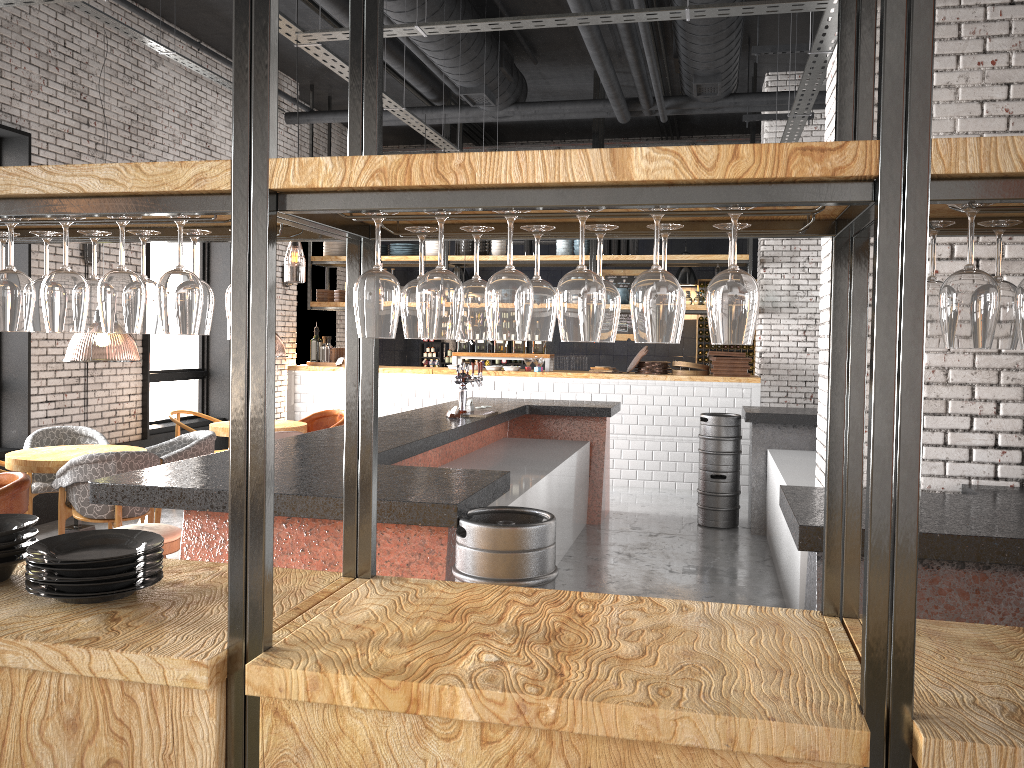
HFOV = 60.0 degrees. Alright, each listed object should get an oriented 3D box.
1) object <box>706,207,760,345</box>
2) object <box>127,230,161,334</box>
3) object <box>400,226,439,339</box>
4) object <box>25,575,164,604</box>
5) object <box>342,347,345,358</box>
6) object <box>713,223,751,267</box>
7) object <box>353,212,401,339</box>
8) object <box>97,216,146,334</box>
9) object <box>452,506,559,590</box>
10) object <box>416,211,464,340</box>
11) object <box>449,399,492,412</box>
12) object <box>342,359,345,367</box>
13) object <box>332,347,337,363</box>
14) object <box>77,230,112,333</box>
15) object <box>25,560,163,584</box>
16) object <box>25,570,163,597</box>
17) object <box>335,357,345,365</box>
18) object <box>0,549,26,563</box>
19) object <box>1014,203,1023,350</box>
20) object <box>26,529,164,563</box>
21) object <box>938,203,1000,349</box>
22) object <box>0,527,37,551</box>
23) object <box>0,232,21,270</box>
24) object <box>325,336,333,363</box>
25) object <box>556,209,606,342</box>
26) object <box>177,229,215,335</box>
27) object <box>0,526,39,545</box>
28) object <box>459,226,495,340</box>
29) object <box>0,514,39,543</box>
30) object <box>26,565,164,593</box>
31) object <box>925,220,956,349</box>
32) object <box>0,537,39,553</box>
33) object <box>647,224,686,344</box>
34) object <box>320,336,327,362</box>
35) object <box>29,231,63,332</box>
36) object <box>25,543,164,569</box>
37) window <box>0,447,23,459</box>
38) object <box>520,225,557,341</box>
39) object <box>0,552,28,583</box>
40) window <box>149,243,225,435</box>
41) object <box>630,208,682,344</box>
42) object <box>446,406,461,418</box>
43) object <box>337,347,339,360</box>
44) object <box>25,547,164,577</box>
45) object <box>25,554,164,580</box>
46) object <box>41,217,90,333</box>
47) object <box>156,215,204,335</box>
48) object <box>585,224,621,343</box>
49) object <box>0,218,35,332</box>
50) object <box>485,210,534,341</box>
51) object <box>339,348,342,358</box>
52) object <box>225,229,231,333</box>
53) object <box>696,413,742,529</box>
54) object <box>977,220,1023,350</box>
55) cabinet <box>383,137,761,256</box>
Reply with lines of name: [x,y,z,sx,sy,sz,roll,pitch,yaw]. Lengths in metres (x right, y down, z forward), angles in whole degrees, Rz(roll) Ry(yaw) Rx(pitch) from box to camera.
object: [0.426,-0.209,1.709,0.101,0.267,0.101,2,2,27]
object: [-0.962,-0.264,2.316,0.101,0.267,0.101,0,2,-24]
object: [-0.220,-0.242,2.148,0.101,0.267,0.101,2,2,27]
object: [-1.021,0.498,2.178,0.306,0.035,0.306,-1,4,-40]
object: [-2.245,-0.369,11.749,0.056,0.249,0.056,0,2,-25]
object: [0.490,-0.222,1.988,0.101,0.267,0.101,2,2,27]
object: [-0.283,-0.230,1.869,0.101,0.267,0.101,2,2,27]
object: [-0.882,-0.247,2.004,0.101,0.267,0.101,0,2,-24]
object: [-0.030,1.003,3.310,0.397,1.034,0.399,-1,2,-42]
object: [-0.148,-0.226,1.839,0.101,0.267,0.101,2,2,27]
object: [-0.353,0.163,7.647,0.200,0.106,0.767,2,3,13]
object: [-1.973,-0.285,11.387,0.436,0.156,0.420,0,3,-15]
object: [-2.303,-0.357,11.495,0.056,0.249,0.056,0,2,-25]
object: [-1.106,-0.268,2.348,0.101,0.267,0.101,0,2,-24]
object: [-1.022,0.463,2.178,0.306,0.046,0.306,-1,3,-30]
object: [-1.021,0.487,2.177,0.306,0.041,0.306,3,3,30]
object: [-2.109,-0.287,11.367,0.283,0.110,0.187,-1,3,-41]
object: [-1.360,0.447,2.274,0.257,0.075,0.257,2,3,13]
object: [0.959,-0.194,1.588,0.101,0.267,0.101,-1,2,-41]
object: [-1.018,0.407,2.177,0.306,0.039,0.306,1,3,-4]
object: [0.834,-0.197,1.616,0.101,0.267,0.101,-1,2,-41]
object: [-1.359,0.422,2.272,0.257,0.072,0.257,0,3,-15]
object: [-1.385,-0.276,2.411,0.101,0.267,0.101,0,2,-24]
object: [-2.379,-0.434,11.520,0.070,0.367,0.107,1,2,12]
object: [0.139,-0.218,1.774,0.101,0.267,0.101,2,2,27]
object: [-0.819,-0.260,2.283,0.101,0.267,0.101,0,2,-24]
object: [-1.358,0.418,2.272,0.257,0.072,0.257,2,3,12]
object: [-0.085,-0.238,2.118,0.101,0.267,0.101,2,2,27]
object: [-1.357,0.392,2.271,0.257,0.076,0.257,-1,4,-40]
object: [-1.021,0.472,2.177,0.306,0.044,0.306,2,3,13]
object: [0.898,-0.210,1.895,0.101,0.267,0.101,-1,2,-41]
object: [-1.359,0.440,2.273,0.257,0.075,0.257,3,3,38]
object: [0.346,-0.226,2.020,0.101,0.267,0.101,2,2,27]
object: [-2.443,-0.436,11.534,0.070,0.367,0.107,1,2,12]
object: [-1.250,-0.272,2.381,0.101,0.267,0.101,0,2,-24]
object: [-1.020,0.422,2.177,0.305,0.048,0.306,3,4,38]
window: [-4.474,-0.708,6.779,0.365,2.695,1.535,1,2,13]
object: [0.058,-0.234,2.085,0.101,0.267,0.101,2,2,27]
object: [-1.360,0.471,2.273,0.257,0.067,0.257,1,3,5]
window: [-3.767,-0.849,9.903,0.365,2.695,1.535,1,2,13]
object: [0.283,-0.213,1.741,0.101,0.267,0.101,2,2,27]
object: [-0.452,0.209,6.822,0.091,0.091,0.178,1,3,-12]
object: [-2.283,-0.361,11.579,0.056,0.249,0.056,0,2,-25]
object: [-1.020,0.433,2.177,0.306,0.037,0.306,2,3,14]
object: [-1.020,0.448,2.176,0.306,0.042,0.306,-1,3,-30]
object: [-1.025,-0.251,2.037,0.101,0.267,0.101,0,2,-24]
object: [-0.738,-0.243,1.972,0.101,0.267,0.101,3,2,44]
object: [0.202,-0.230,2.053,0.101,0.267,0.101,2,2,27]
object: [-1.169,-0.256,2.069,0.101,0.267,0.101,0,2,-24]
object: [-0.005,-0.222,1.806,0.101,0.267,0.101,2,2,27]
object: [-2.264,-0.365,11.664,0.056,0.249,0.056,0,2,-25]
object: [-0.675,-0.256,2.251,0.101,0.267,0.101,3,2,44]
object: [1.921,0.796,8.220,0.397,1.034,0.399,-1,2,-42]
object: [1.023,-0.206,1.867,0.101,0.267,0.101,-1,2,-41]
cabinet: [0.741,-2.717,13.570,5.864,1.767,0.682,2,2,13]
